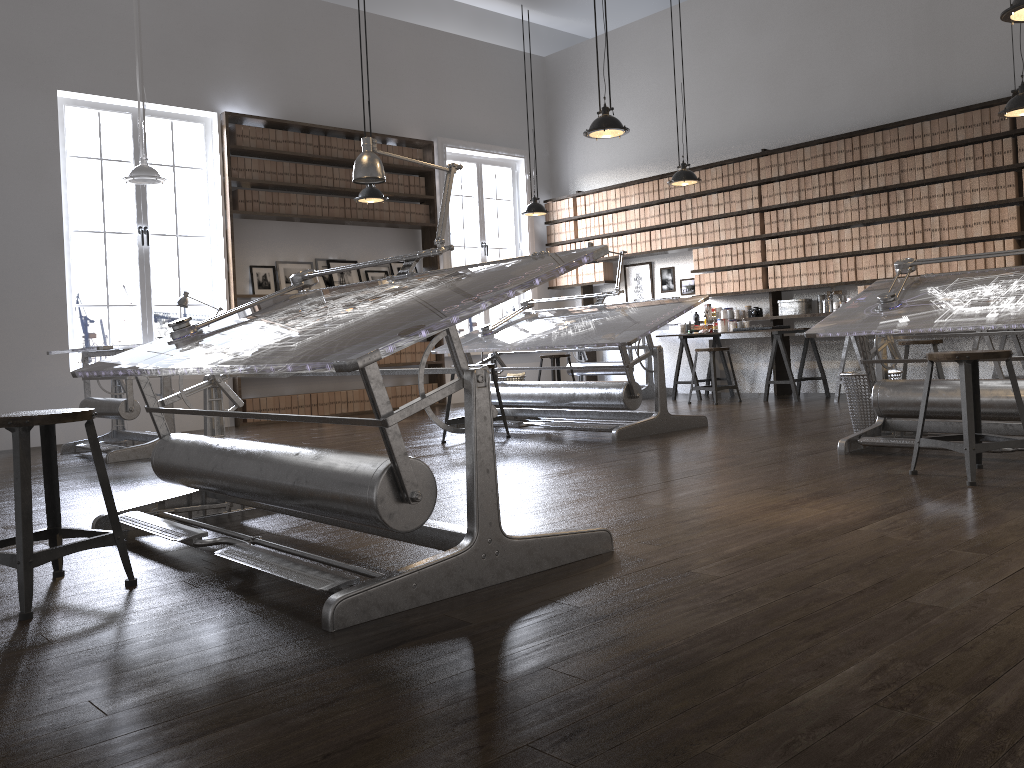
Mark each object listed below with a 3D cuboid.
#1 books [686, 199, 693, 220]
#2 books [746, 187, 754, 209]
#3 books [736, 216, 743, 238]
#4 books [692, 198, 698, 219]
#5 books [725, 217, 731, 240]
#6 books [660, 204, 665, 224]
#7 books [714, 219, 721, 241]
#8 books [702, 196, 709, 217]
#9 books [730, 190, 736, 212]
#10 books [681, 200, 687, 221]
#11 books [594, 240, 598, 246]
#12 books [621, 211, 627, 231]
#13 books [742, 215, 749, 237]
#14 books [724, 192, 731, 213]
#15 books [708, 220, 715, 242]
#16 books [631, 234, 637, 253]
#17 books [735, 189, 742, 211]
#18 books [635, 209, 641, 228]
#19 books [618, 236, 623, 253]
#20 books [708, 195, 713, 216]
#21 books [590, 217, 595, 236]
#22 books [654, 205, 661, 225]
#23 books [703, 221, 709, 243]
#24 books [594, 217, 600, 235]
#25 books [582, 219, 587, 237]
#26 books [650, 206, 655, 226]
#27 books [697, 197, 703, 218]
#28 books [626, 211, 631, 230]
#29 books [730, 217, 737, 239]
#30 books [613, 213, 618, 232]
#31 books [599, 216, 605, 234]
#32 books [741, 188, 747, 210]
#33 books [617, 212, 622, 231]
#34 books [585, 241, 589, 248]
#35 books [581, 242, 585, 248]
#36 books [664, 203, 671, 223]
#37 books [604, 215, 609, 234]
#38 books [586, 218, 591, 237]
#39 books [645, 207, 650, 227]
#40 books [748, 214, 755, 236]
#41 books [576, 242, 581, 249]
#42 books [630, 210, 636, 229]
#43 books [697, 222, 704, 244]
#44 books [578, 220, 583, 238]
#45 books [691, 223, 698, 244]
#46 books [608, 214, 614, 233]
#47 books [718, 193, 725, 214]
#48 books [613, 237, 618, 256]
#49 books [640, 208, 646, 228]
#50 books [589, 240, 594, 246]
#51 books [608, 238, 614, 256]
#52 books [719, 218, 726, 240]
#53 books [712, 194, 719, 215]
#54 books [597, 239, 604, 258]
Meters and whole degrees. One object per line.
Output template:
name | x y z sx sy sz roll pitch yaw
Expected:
books | 1.965 -1.879 9.571 0.174 0.226 0.066 -3 0 -42
books | 2.467 -1.880 9.013 0.175 0.225 0.066 -3 0 -42
books | 2.387 -1.613 9.120 0.175 0.226 0.066 -3 0 -42
books | 2.016 -1.880 9.521 0.174 0.226 0.066 -3 0 -42
books | 2.297 -1.612 9.219 0.175 0.225 0.066 -3 0 -42
books | 1.724 -1.879 9.837 0.175 0.226 0.067 -3 0 -42
books | 2.204 -1.612 9.317 0.175 0.226 0.067 -3 0 -42
books | 2.104 -1.879 9.414 0.175 0.226 0.067 -3 0 -42
books | 2.337 -1.880 9.164 0.174 0.226 0.066 -3 0 -42
books | 1.921 -1.880 9.627 0.175 0.226 0.066 -3 0 -42
books | 1.065 -1.611 10.591 0.175 0.225 0.066 -3 0 -42
books | 1.353 -1.878 10.251 0.175 0.226 0.067 -3 0 -42
books | 2.435 -1.613 9.067 0.174 0.226 0.066 -3 0 -42
books | 2.289 -1.880 9.215 0.175 0.226 0.066 -3 0 -42
books | 2.160 -1.612 9.372 0.175 0.226 0.066 -3 0 -42
books | 1.455 -1.604 10.150 0.175 0.226 0.067 -3 0 -42
books | 2.379 -1.880 9.108 0.175 0.226 0.067 -3 0 -42
books | 1.489 -1.879 10.102 0.175 0.226 0.067 -3 0 -42
books | 1.318 -1.604 10.314 0.174 0.226 0.066 -3 0 -42
books | 2.152 -1.880 9.368 0.175 0.225 0.066 -3 0 -42
books | 1.026 -1.878 10.622 0.175 0.225 0.066 -3 0 -42
books | 1.676 -1.879 9.891 0.175 0.226 0.066 -3 0 -42
books | 2.115 -1.612 9.425 0.174 0.226 0.066 -3 0 -42
books | 1.071 -1.878 10.575 0.175 0.225 0.066 -3 0 -42
books | 0.932 -1.878 10.720 0.175 0.226 0.066 -3 0 -42
books | 1.630 -1.879 9.947 0.174 0.226 0.066 -3 0 -42
books | 2.063 -1.880 9.468 0.175 0.226 0.066 -3 0 -42
books | 1.401 -1.879 10.205 0.175 0.225 0.066 -3 0 -42
books | 2.338 -1.612 9.166 0.175 0.226 0.067 -3 0 -42
books | 1.265 -1.879 10.358 0.174 0.226 0.066 -3 0 -42
books | 1.117 -1.878 10.516 0.175 0.226 0.067 -3 0 -42
books | 2.427 -1.880 9.061 0.175 0.225 0.066 -3 0 -42
books | 1.312 -1.879 10.305 0.175 0.226 0.066 -3 0 -42
books | 0.971 -1.611 10.701 0.174 0.226 0.066 -3 0 -42
books | 0.921 -1.610 10.750 0.174 0.226 0.066 -3 0 -42
books | 1.770 -1.879 9.793 0.175 0.225 0.066 -3 0 -42
books | 1.171 -1.879 10.464 0.175 0.226 0.066 -3 0 -42
books | 0.980 -1.878 10.666 0.175 0.226 0.067 -3 0 -42
books | 1.586 -1.879 10.001 0.174 0.226 0.066 -3 0 -42
books | 2.479 -1.612 9.012 0.174 0.226 0.066 -3 0 -42
books | 0.871 -1.610 10.802 0.175 0.226 0.066 -3 0 -42
books | 1.442 -1.879 10.157 0.175 0.225 0.066 -3 0 -42
books | 2.065 -1.612 9.475 0.174 0.226 0.066 -3 0 -42
books | 0.886 -1.878 10.776 0.174 0.226 0.066 -3 0 -42
books | 2.014 -1.612 9.526 0.175 0.226 0.066 -3 0 -42
books | 1.215 -1.878 10.408 0.174 0.226 0.066 -3 0 -42
books | 2.239 -1.880 9.265 0.175 0.226 0.067 -3 0 -42
books | 1.270 -1.604 10.365 0.175 0.226 0.066 -3 0 -42
books | 1.538 -1.879 10.052 0.175 0.226 0.066 -3 0 -42
books | 1.016 -1.611 10.647 0.175 0.226 0.066 -3 0 -42
books | 1.220 -1.604 10.415 0.175 0.226 0.067 -3 0 -42
books | 2.254 -1.612 9.265 0.175 0.225 0.066 -3 0 -42
books | 2.192 -1.880 9.320 0.175 0.225 0.066 -3 0 -42
books | 1.104 -1.610 10.541 0.175 0.226 0.067 -3 0 -42
